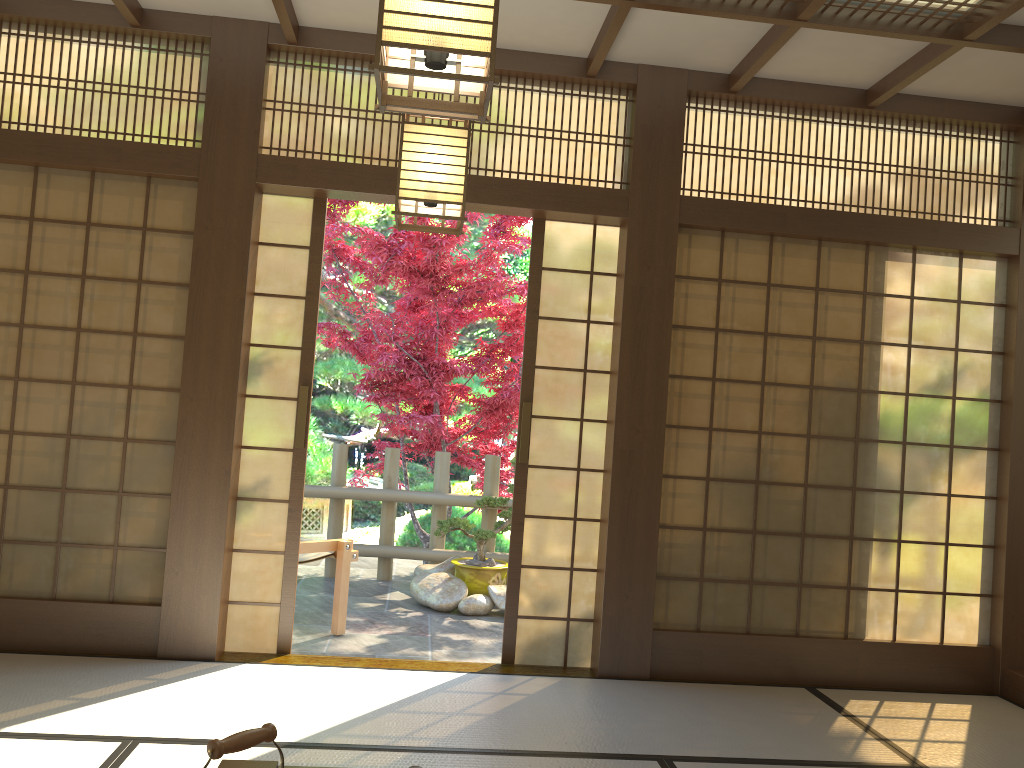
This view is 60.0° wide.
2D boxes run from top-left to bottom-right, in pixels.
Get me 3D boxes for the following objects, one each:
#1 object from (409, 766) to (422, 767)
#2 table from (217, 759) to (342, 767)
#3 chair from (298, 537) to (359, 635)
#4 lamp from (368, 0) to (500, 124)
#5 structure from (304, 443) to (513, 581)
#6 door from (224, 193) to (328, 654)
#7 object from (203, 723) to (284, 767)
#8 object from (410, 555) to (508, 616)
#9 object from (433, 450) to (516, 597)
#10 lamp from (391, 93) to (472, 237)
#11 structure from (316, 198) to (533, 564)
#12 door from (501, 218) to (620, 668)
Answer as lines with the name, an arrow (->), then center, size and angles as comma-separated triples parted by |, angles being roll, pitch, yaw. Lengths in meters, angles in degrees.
object -> -0.209, 0.866, 1.902 | 0.100, 0.080, 0.100 | 4, -2, -6
table -> -0.146, 1.074, 1.624 | 1.000, 0.350, 1.000 | 4, -2, -6
chair -> -1.394, 1.112, 5.133 | 0.698, 0.598, 0.704 | 2, -3, 41
lamp -> -0.116, -1.094, 1.760 | 0.240, 1.129, 0.240 | 4, -2, -6
structure -> -0.130, 1.117, 7.002 | 7.456, 1.136, 0.245 | 4, -2, -6
door -> -1.933, 0.134, 4.235 | 1.894, 2.380, 0.073 | 4, -2, -6
object -> -0.455, 0.732, 1.490 | 0.219, 0.296, 0.226 | 5, -2, -11
object -> -0.100, 1.434, 6.344 | 1.260, 0.276, 1.147 | 4, -2, -10
object -> -0.007, 0.889, 6.385 | 1.032, 1.362, 0.586 | 3, -3, 21
lamp -> -0.232, -1.053, 2.919 | 0.240, 1.129, 0.240 | 4, -2, -6
structure -> -0.901, -0.299, 7.809 | 3.412, 4.004, 3.045 | 3, -3, 27
door -> 0.968, 0.353, 4.518 | 1.894, 2.380, 0.073 | 4, -2, -6
